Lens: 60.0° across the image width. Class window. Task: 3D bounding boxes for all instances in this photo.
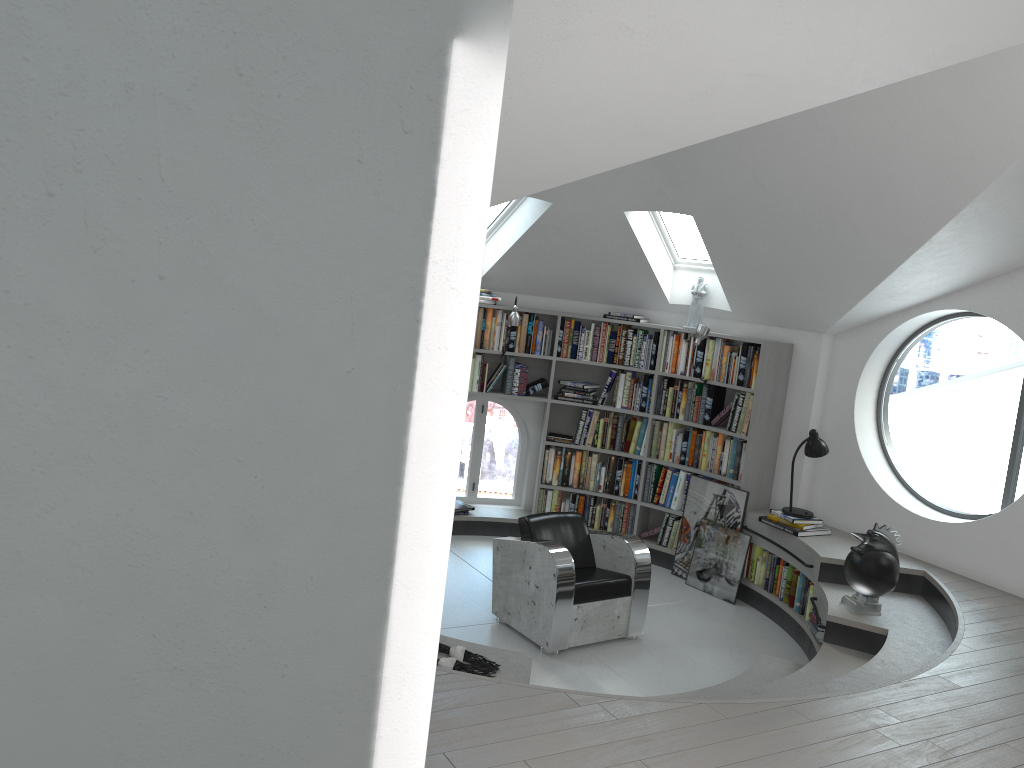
[{"bbox_3d":[-0.008,-1.405,6.848,4.052,0.711,1.939,3,8,-31],"label":"window"},{"bbox_3d":[3.257,0.219,6.297,0.104,1.466,1.476,4,7,-31],"label":"window"},{"bbox_3d":[-1.138,0.597,7.512,3.230,1.148,0.619,0,9,-45],"label":"window"}]

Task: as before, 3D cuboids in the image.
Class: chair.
[{"bbox_3d":[0.387,1.306,6.025,0.822,0.717,0.744,2,8,-36],"label":"chair"}]

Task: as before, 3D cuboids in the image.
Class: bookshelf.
[{"bbox_3d":[-0.219,0.343,7.008,4.329,1.875,2.116,3,7,-31],"label":"bookshelf"}]

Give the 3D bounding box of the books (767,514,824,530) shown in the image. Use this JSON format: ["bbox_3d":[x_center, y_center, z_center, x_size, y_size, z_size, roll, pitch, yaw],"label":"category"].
[{"bbox_3d":[2.140,1.033,6.693,0.286,0.034,0.305,1,9,-41],"label":"books"}]

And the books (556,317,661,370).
[{"bbox_3d":[0.846,-0.372,7.884,0.970,0.366,0.306,8,6,12],"label":"books"}]

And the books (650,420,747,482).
[{"bbox_3d":[1.639,0.552,7.498,1.024,0.347,0.275,13,9,44],"label":"books"}]

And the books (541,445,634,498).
[{"bbox_3d":[0.690,0.761,7.989,0.872,0.350,0.272,8,6,10],"label":"books"}]

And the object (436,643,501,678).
[{"bbox_3d":[-0.284,1.274,4.099,0.474,0.082,0.218,10,7,22],"label":"object"}]

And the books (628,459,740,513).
[{"bbox_3d":[1.534,0.916,7.568,1.187,0.358,0.304,13,8,40],"label":"books"}]

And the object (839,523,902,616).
[{"bbox_3d":[2.240,1.139,5.516,0.321,0.561,0.320,10,7,32],"label":"object"}]

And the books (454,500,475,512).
[{"bbox_3d":[-0.516,1.097,7.955,0.268,0.029,0.254,1,9,-40],"label":"books"}]

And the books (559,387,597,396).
[{"bbox_3d":[0.603,0.064,8.016,0.286,0.031,0.269,9,7,19],"label":"books"}]

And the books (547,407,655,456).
[{"bbox_3d":[0.816,0.397,7.927,0.974,0.351,0.252,8,6,11],"label":"books"}]

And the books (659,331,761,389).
[{"bbox_3d":[1.714,-0.210,7.436,1.017,0.361,0.292,13,8,41],"label":"books"}]

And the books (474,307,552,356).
[{"bbox_3d":[-0.362,-0.495,7.707,1.564,0.366,0.395,4,7,-25],"label":"books"}]

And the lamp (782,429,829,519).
[{"bbox_3d":[2.218,0.664,6.672,0.322,0.658,0.234,5,6,-15],"label":"lamp"}]

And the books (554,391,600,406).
[{"bbox_3d":[0.596,0.127,8.022,0.388,0.042,0.366,8,7,9],"label":"books"}]

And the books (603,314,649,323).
[{"bbox_3d":[1.017,-0.582,7.890,0.336,0.036,0.317,10,7,21],"label":"books"}]

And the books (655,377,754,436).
[{"bbox_3d":[1.676,0.171,7.462,0.279,0.357,1.055,1,9,-45],"label":"books"}]

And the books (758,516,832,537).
[{"bbox_3d":[2.135,1.069,6.696,0.365,0.042,0.389,3,8,-31],"label":"books"}]

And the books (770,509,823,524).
[{"bbox_3d":[2.143,1.001,6.690,0.269,0.031,0.287,4,7,-21],"label":"books"}]

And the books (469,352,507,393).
[{"bbox_3d":[-1.012,-0.104,7.142,0.592,0.370,2.529,12,9,39],"label":"books"}]

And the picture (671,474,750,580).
[{"bbox_3d":[1.611,1.226,7.240,0.090,0.861,0.580,2,7,-41],"label":"picture"}]

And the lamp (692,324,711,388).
[{"bbox_3d":[1.581,-0.221,7.260,0.275,0.524,0.113,2,7,-40],"label":"lamp"}]

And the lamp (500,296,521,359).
[{"bbox_3d":[-0.037,-0.477,7.587,0.113,0.565,0.359,5,6,-24],"label":"lamp"}]

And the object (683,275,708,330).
[{"bbox_3d":[1.576,-0.693,7.538,0.179,0.471,0.180,5,6,-22],"label":"object"}]

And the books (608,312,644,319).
[{"bbox_3d":[1.020,-0.610,7.888,0.248,0.027,0.233,11,8,31],"label":"books"}]

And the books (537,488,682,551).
[{"bbox_3d":[0.906,1.167,7.908,1.499,0.310,0.360,10,7,21],"label":"books"}]

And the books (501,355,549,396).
[{"bbox_3d":[0.134,-0.068,7.942,0.399,0.340,0.225,6,6,-11],"label":"books"}]

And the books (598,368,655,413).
[{"bbox_3d":[1.058,0.047,7.878,0.554,0.350,0.256,9,6,15],"label":"books"}]

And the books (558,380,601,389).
[{"bbox_3d":[0.611,0.002,8.011,0.286,0.031,0.269,12,9,39],"label":"books"}]

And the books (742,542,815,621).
[{"bbox_3d":[2.075,1.463,6.649,0.272,0.297,1.151,5,7,-17],"label":"books"}]

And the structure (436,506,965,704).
[{"bbox_3d":[0.380,1.326,5.900,4.714,0.691,4.719,9,7,14],"label":"structure"}]

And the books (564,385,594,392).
[{"bbox_3d":[0.607,0.033,8.014,0.227,0.036,0.214,9,7,19],"label":"books"}]

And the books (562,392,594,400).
[{"bbox_3d":[0.600,0.094,8.019,0.286,0.031,0.270,7,7,4],"label":"books"}]

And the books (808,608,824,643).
[{"bbox_3d":[2.079,1.645,5.710,0.240,0.167,0.666,8,7,9],"label":"books"}]

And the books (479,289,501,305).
[{"bbox_3d":[-1.036,-0.766,6.781,0.749,0.173,2.816,11,8,29],"label":"books"}]

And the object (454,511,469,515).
[{"bbox_3d":[-0.519,1.127,7.958,0.226,0.036,0.214,5,7,-14],"label":"object"}]

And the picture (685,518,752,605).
[{"bbox_3d":[1.643,1.411,7.079,0.106,0.554,0.491,2,7,-40],"label":"picture"}]
